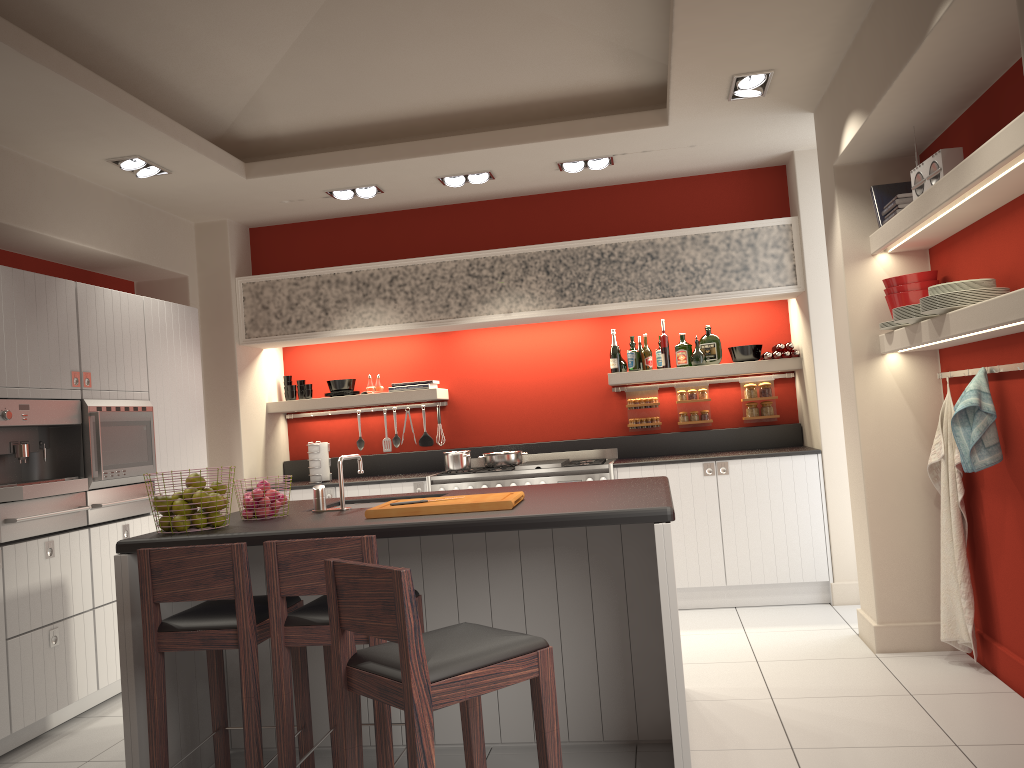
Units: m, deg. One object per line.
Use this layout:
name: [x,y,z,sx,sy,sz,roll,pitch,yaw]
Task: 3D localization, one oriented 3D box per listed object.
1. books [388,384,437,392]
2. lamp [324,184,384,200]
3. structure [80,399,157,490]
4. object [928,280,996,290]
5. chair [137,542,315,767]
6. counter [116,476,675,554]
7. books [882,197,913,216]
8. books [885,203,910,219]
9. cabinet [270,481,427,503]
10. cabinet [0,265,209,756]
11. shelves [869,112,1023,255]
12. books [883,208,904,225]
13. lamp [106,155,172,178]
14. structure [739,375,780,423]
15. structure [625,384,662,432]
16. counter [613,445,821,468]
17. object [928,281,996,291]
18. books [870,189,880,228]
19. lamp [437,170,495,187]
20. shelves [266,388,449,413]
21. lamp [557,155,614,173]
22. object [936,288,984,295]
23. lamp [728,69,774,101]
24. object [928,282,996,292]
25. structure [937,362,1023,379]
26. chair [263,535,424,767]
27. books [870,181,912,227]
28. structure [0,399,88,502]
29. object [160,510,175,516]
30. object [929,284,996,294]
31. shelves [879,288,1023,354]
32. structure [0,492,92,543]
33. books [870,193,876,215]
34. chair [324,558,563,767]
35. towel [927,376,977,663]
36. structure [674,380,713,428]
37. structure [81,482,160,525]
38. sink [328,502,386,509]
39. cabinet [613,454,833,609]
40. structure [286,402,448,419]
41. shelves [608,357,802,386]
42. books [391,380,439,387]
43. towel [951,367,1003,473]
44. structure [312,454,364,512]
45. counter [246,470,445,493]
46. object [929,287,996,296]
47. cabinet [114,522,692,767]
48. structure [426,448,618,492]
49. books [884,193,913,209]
books: [-0.768,0.033,6.899,0.331,0.042,0.207,-5,-2,14]
lamp: [-1.075,-1.326,6.052,0.361,0.109,0.199,-5,-2,9]
structure: [-2.272,0.332,4.955,0.332,0.473,0.610,-5,-2,9]
object: [1.885,-0.407,3.717,0.255,0.015,0.255,-4,-2,-10]
chair: [-1.006,1.055,3.185,0.383,1.008,0.474,-5,-3,9]
counter: [-0.353,0.540,3.819,2.054,0.050,1.415,-5,-2,9]
books: [1.944,-0.870,4.327,0.207,0.030,0.258,-5,-2,9]
books: [1.952,-0.846,4.313,0.207,0.019,0.258,-5,-2,10]
cabinet: [-1.172,1.239,6.653,1.361,0.993,0.687,-5,-3,9]
cabinet: [-2.560,0.608,4.678,0.716,2.251,2.557,-5,-3,9]
shelves: [1.930,-0.788,3.504,0.437,0.100,2.393,-5,-2,9]
books: [1.948,-0.821,4.324,0.207,0.030,0.258,-5,-2,9]
lamp: [-2.165,-1.269,5.161,0.199,0.084,0.361,-5,-2,9]
structure: [1.840,0.111,6.597,0.256,0.347,0.130,-5,-3,9]
structure: [0.995,0.183,6.731,0.256,0.347,0.130,-5,-3,9]
counter: [1.410,0.509,6.259,1.360,0.026,0.699,-5,-2,9]
object: [1.885,-0.402,3.717,0.255,0.015,0.255,-4,-2,-10]
books: [1.993,-0.919,4.610,0.208,0.242,0.126,-5,-3,9]
lamp: [-0.306,-1.393,5.930,0.361,0.104,0.199,-5,-2,9]
shelves: [-1.215,0.135,6.998,1.379,0.083,0.376,-5,-2,9]
lamp: [0.482,-1.460,5.805,0.361,0.103,0.199,-5,-2,9]
object: [1.887,-0.373,3.716,0.255,0.015,0.255,-4,-2,-10]
lamp: [1.238,-1.568,4.620,0.199,0.090,0.361,-5,-2,9]
object: [1.885,-0.398,3.717,0.255,0.015,0.255,-4,-2,-10]
structure: [2.026,-0.072,3.475,0.063,0.034,2.223,-5,-2,9]
chair: [-0.552,1.016,3.113,0.383,1.008,0.474,-5,-3,11]
books: [1.978,-0.921,4.565,0.207,0.246,0.136,-5,-3,9]
structure: [-2.446,0.324,4.349,0.453,0.470,0.623,-5,-2,9]
object: [-1.354,0.489,3.494,0.076,0.077,0.076,-3,-3,-26]
object: [1.886,-0.388,3.716,0.255,0.015,0.255,-4,-2,-10]
shelves: [1.972,-0.259,3.479,0.437,0.100,2.393,-5,-2,9]
structure: [-2.266,0.639,4.310,0.129,0.177,0.617,-5,-2,9]
books: [2.005,-0.924,4.639,0.210,0.248,0.136,-5,-3,9]
chair: [-0.171,0.957,2.402,0.474,1.008,0.383,-2,-3,-40]
towel: [2.136,0.648,4.363,0.141,1.362,0.341,-5,-3,9]
structure: [1.367,0.151,6.672,0.256,0.347,0.130,-5,-3,9]
structure: [-2.166,0.656,4.931,0.129,0.177,0.617,-5,-2,9]
sink: [-0.610,0.697,4.103,0.567,0.258,0.516,-5,-2,9]
cabinet: [1.452,1.017,6.236,1.361,0.993,0.687,-5,-3,9]
structure: [-1.176,0.212,7.153,1.355,0.034,0.054,-5,-2,9]
shelves: [1.414,-0.088,6.581,1.379,0.083,0.376,-5,-2,9]
books: [-0.751,-0.002,6.919,0.332,0.026,0.207,-5,-2,9]
towel: [2.036,0.157,3.884,0.209,0.452,0.179,-2,-3,-41]
structure: [-0.774,0.443,3.926,0.183,0.249,0.224,-5,-3,9]
counter: [-1.209,0.730,6.675,1.360,0.026,0.699,-5,-2,9]
object: [1.887,-0.378,3.716,0.255,0.015,0.255,-4,-2,-10]
cabinet: [-0.318,1.070,3.796,2.034,1.011,1.423,-5,-2,9]
structure: [0.126,1.070,6.402,1.322,1.085,0.777,-5,-3,9]
books: [1.948,-0.896,4.315,0.207,0.019,0.258,-5,-2,10]
